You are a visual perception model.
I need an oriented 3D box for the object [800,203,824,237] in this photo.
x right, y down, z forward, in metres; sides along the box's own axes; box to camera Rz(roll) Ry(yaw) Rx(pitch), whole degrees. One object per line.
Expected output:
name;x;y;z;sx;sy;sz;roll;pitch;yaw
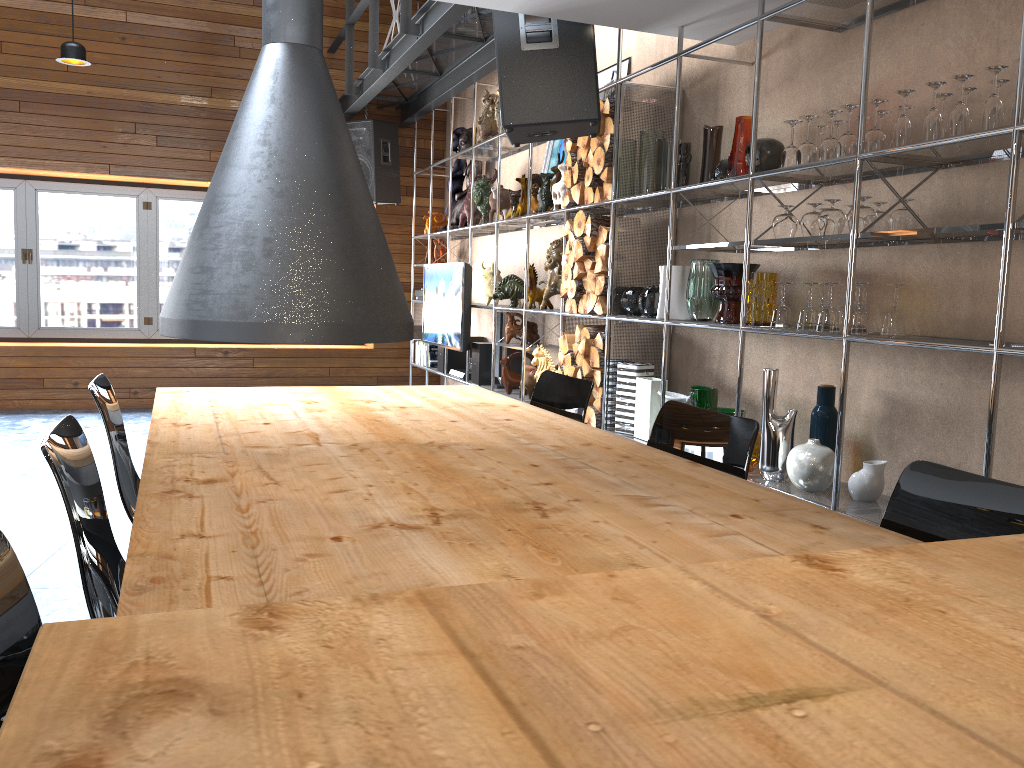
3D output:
object;1.078;-0.580;3.164;0.092;0.124;0.092;2;6;5

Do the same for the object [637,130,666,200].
object;0.666;-1.046;4.248;0.122;0.313;0.122;2;6;-1

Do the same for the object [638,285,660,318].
object;0.674;-0.391;4.212;0.151;0.154;0.151;0;6;-17

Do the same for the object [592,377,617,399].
object;0.570;0.015;4.625;0.286;0.143;0.143;0;6;-21

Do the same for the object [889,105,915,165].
object;1.295;-0.825;2.947;0.070;0.184;0.071;-4;8;-45

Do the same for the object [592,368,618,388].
object;0.571;-0.042;4.564;0.309;0.121;0.111;-1;6;-22

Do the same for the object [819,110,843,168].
object;1.095;-0.842;3.049;0.070;0.184;0.071;-4;8;-45

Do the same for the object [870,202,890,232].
object;1.264;-0.563;3.066;0.092;0.124;0.092;2;6;5

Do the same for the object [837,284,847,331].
object;1.208;-0.277;3.218;0.081;0.170;0.081;-1;6;-25

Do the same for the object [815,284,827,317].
object;1.160;-0.291;3.332;0.081;0.170;0.081;2;6;5

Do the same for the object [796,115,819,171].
object;1.048;-0.853;3.147;0.070;0.184;0.071;-4;8;-45

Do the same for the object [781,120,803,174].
object;1.021;-0.864;3.238;0.070;0.184;0.071;-4;8;-45

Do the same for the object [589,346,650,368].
object;0.554;-0.142;4.561;0.299;0.114;0.135;-1;6;-23

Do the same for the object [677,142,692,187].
object;0.765;-0.962;3.943;0.058;0.215;0.077;2;6;6

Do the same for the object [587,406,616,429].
object;0.539;0.167;4.590;0.287;0.112;0.126;0;6;-21

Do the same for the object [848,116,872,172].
object;1.228;-0.846;3.133;0.070;0.184;0.071;-4;8;-45

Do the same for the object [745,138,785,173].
object;0.972;-0.867;3.410;0.149;0.149;0.148;4;6;22

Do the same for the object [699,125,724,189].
object;0.845;-0.966;3.758;0.092;0.268;0.092;2;6;2

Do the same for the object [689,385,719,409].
object;0.826;0.159;3.854;0.125;0.295;0.130;2;6;4

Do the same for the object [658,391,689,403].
object;0.746;0.161;4.049;0.171;0.245;0.146;3;6;9

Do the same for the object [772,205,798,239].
object;1.007;-0.593;3.270;0.092;0.124;0.092;2;6;5

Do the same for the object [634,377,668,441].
object;0.659;0.118;4.219;0.092;0.287;0.148;0;6;-21

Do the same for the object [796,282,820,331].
object;1.067;-0.278;3.182;0.081;0.170;0.081;-1;6;-25

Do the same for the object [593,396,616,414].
object;0.572;0.101;4.573;0.303;0.088;0.095;-1;6;-23

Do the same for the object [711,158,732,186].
object;0.879;-0.876;3.668;0.108;0.109;0.109;2;6;5

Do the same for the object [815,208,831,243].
object;1.166;-0.594;3.324;0.092;0.124;0.092;2;6;5

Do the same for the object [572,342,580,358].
object;0.481;-0.179;4.818;0.303;0.090;0.098;-1;6;-22

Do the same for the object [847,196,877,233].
object;1.154;-0.552;2.925;0.092;0.124;0.092;2;6;5

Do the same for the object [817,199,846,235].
object;1.092;-0.565;3.029;0.092;0.124;0.092;2;6;5

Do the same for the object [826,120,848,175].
object;1.177;-0.857;3.220;0.070;0.184;0.071;-4;8;-45

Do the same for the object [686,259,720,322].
object;0.824;-0.401;3.822;0.144;0.264;0.142;3;6;9

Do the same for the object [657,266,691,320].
object;0.753;-0.414;4.038;0.175;0.241;0.165;3;6;15

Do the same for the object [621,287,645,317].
object;0.612;-0.406;4.375;0.150;0.146;0.148;-3;8;-41

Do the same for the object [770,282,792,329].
object;1.006;-0.293;3.302;0.081;0.170;0.081;2;6;5

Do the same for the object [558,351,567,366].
object;0.413;-0.126;4.979;0.308;0.120;0.098;-1;7;-25

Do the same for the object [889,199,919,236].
object;1.306;-0.550;2.954;0.092;0.124;0.092;2;6;5

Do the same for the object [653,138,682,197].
object;0.719;-0.999;4.101;0.113;0.253;0.112;0;6;-20

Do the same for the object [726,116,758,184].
object;0.925;-0.935;3.544;0.127;0.254;0.126;4;6;22

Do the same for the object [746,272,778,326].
object;0.971;-0.331;3.464;0.120;0.206;0.120;5;7;26

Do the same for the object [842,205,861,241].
object;1.220;-0.577;3.183;0.092;0.124;0.092;2;6;5

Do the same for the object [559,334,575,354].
object;0.422;-0.218;4.910;0.299;0.119;0.151;0;6;-18

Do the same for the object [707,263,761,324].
object;0.904;-0.370;3.645;0.218;0.243;0.216;-2;7;-31

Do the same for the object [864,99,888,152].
object;1.173;-0.820;2.866;0.070;0.184;0.071;-4;8;-45

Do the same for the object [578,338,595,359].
object;0.524;-0.183;4.654;0.362;0.115;0.098;-1;6;-21

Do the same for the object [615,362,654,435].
object;0.607;0.070;4.399;0.140;0.347;0.139;-3;8;-41

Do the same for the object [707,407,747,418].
object;0.883;0.217;3.687;0.157;0.219;0.161;5;7;25

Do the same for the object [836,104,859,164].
object;1.121;-0.831;2.957;0.070;0.184;0.071;-4;8;-45

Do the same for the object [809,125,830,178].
object;1.152;-0.868;3.323;0.070;0.184;0.071;-4;8;-45

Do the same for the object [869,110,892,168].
object;1.255;-0.835;3.032;0.070;0.184;0.071;-4;8;-45

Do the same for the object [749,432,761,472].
object;0.932;0.251;3.532;0.145;0.188;0.145;-1;7;-29
